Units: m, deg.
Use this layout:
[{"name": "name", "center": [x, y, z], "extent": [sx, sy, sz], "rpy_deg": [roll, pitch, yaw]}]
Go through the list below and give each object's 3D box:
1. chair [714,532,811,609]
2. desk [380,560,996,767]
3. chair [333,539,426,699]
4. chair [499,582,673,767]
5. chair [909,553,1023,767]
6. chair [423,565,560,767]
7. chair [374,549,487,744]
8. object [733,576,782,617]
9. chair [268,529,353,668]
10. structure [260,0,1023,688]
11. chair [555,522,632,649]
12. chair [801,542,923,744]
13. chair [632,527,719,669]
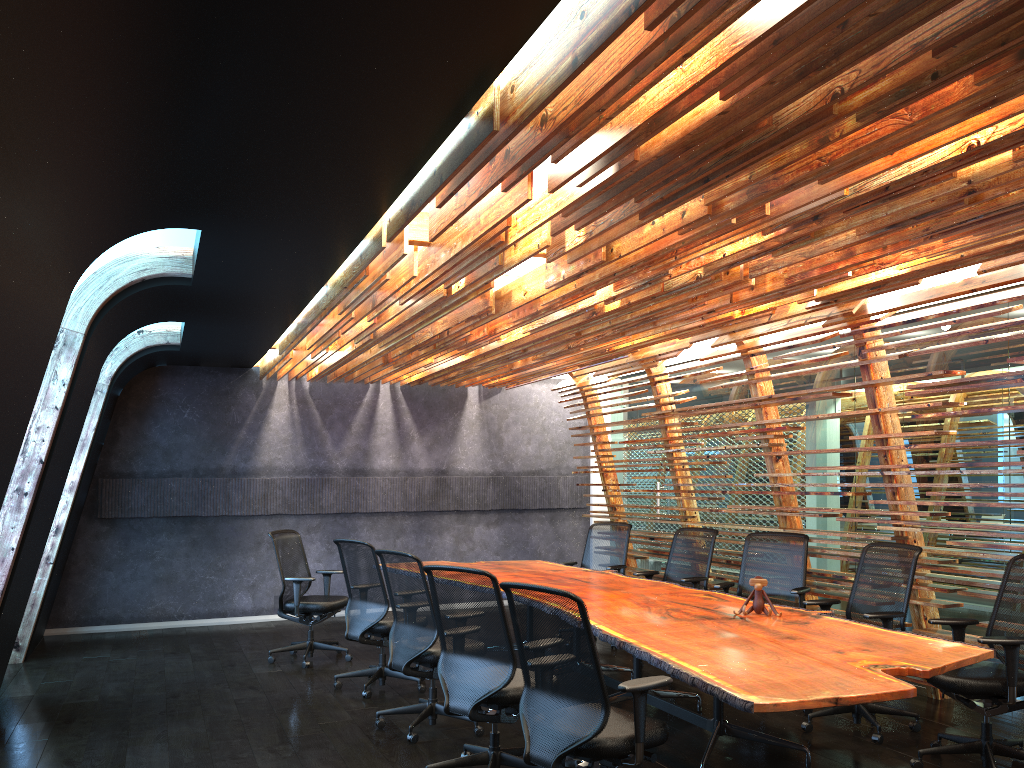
[{"name": "chair", "center": [2.061, 0.205, 7.132], "extent": [0.812, 1.262, 0.781], "rpy_deg": [-6, -10, 38]}, {"name": "desk", "center": [0.636, 0.451, 6.615], "extent": [2.032, 0.790, 6.749], "rpy_deg": [-1, 7, -22]}, {"name": "chair", "center": [-1.074, 0.164, 7.269], "extent": [0.785, 1.262, 0.809], "rpy_deg": [7, -11, -42]}, {"name": "chair", "center": [0.392, 0.567, 3.966], "extent": [0.786, 1.262, 0.807], "rpy_deg": [6, -10, -37]}, {"name": "chair", "center": [2.748, 0.465, 4.981], "extent": [0.796, 1.261, 0.797], "rpy_deg": [-1, -8, 3]}, {"name": "chair", "center": [-0.074, 0.451, 4.915], "extent": [0.811, 1.262, 0.783], "rpy_deg": [-7, -11, 42]}, {"name": "chair", "center": [-0.532, 0.314, 6.042], "extent": [0.786, 1.262, 0.807], "rpy_deg": [6, -10, -37]}, {"name": "object", "center": [1.592, 0.067, 5.616], "extent": [0.308, 0.250, 0.124], "rpy_deg": [0, -9, 21]}, {"name": "chair", "center": [-1.954, 0.017, 8.456], "extent": [0.796, 1.261, 0.797], "rpy_deg": [-2, -8, 12]}, {"name": "structure", "center": [0.982, -0.730, 6.532], "extent": [4.517, 2.914, 11.624], "rpy_deg": [0, 5, -22]}, {"name": "chair", "center": [0.815, -0.049, 9.199], "extent": [0.810, 1.262, 0.783], "rpy_deg": [-8, -11, 43]}, {"name": "chair", "center": [2.353, 0.351, 5.923], "extent": [0.793, 1.261, 0.800], "rpy_deg": [2, -8, -16]}, {"name": "chair", "center": [1.456, 0.089, 8.078], "extent": [0.789, 1.262, 0.805], "rpy_deg": [5, -9, -31]}]
